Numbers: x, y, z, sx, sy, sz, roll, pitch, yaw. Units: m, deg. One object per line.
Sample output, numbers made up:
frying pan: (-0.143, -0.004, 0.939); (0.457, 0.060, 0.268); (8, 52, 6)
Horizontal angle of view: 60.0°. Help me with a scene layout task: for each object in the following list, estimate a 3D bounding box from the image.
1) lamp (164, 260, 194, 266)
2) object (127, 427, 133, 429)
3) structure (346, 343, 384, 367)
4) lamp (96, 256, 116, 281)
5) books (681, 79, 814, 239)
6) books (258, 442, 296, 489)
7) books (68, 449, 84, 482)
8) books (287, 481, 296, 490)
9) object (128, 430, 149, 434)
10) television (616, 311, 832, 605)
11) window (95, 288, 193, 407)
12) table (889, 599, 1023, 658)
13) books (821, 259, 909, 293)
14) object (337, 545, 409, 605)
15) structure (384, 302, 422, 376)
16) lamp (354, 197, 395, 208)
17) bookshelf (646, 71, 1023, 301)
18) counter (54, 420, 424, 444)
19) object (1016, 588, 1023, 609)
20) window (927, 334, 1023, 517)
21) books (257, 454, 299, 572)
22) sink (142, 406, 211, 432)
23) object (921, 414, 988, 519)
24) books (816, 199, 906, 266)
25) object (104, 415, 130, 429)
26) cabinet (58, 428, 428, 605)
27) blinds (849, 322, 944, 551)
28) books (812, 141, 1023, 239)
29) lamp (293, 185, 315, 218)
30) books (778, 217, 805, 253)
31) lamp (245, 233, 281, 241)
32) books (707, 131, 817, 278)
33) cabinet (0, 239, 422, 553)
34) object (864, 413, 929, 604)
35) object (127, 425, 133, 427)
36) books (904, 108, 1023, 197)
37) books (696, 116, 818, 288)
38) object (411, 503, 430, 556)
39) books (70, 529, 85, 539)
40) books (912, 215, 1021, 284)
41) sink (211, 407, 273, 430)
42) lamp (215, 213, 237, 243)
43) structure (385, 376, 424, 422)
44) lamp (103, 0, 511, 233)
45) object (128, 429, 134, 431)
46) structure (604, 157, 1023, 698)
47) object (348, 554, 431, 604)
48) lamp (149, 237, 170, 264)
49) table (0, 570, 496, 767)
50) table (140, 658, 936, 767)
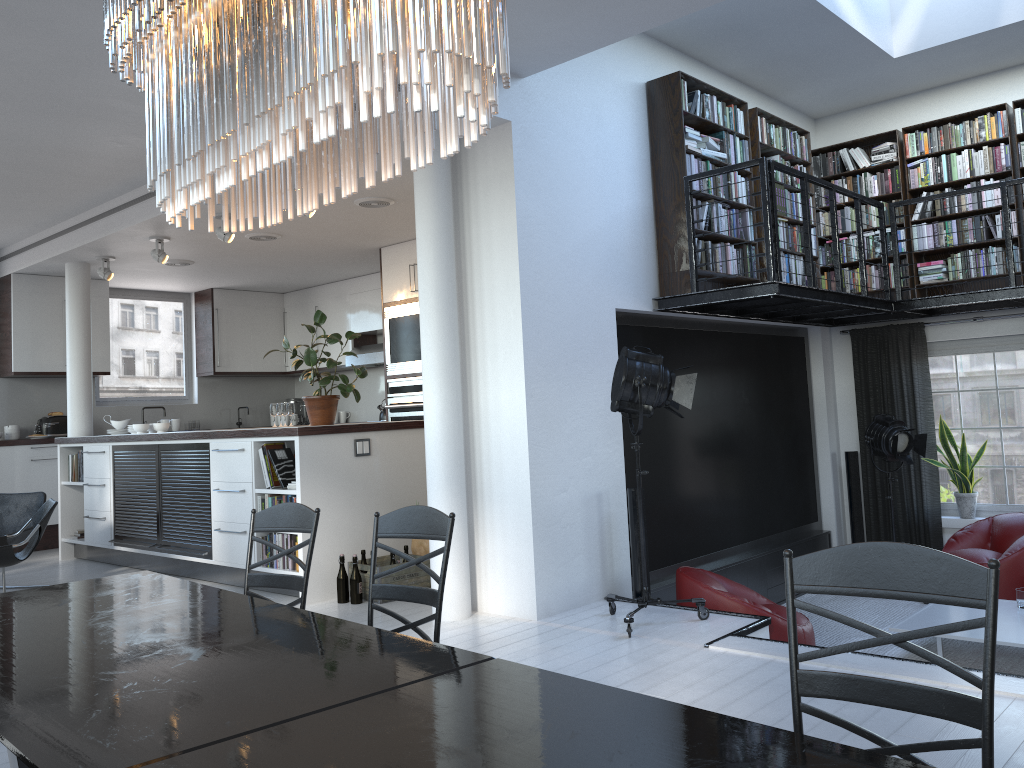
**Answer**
lamp: (-3.571, -1.291, 9.469); (0.328, 0.025, 0.328); (-3, -2, 17)
object: (-3.739, 0.447, 8.909); (0.235, 0.041, 0.235); (-4, -2, 35)
structure: (-1.507, -0.370, 10.833); (1.040, 0.250, 0.522); (-5, -3, 42)
lamp: (-4.130, -1.166, 9.012); (0.183, 0.239, 0.182); (0, -5, -44)
books: (1.892, -1.539, 7.256); (0.314, 1.426, 2.206); (-7, -4, 42)
books: (-1.668, 0.587, 6.413); (0.323, 0.329, 0.186); (-6, -4, 42)
books: (-4.152, 0.789, 8.714); (0.508, 0.324, 0.253); (-5, -4, 42)
books: (-1.437, 0.707, 6.263); (0.204, 0.054, 0.272); (-4, -2, 38)
object: (-3.736, 0.482, 8.906); (0.235, 0.041, 0.235); (-4, -2, 38)
television: (1.825, 0.680, 7.275); (0.116, 2.432, 3.352); (-7, -4, 42)
window: (-4.643, -0.460, 11.149); (0.133, 1.462, 1.298); (-7, -5, 42)
table: (3.447, 1.641, 5.590); (1.662, 0.244, 1.165); (-5, -3, 42)
books: (4.301, -1.671, 6.850); (4.426, 1.432, 1.285); (-5, -4, 44)
object: (-0.930, 1.311, 6.108); (0.556, 0.325, 0.288); (-2, -3, -21)
structure: (-0.608, -0.471, 9.155); (1.030, 0.706, 0.957); (-5, -3, 42)
lamp: (-1.127, -1.484, 7.259); (0.328, 0.025, 0.328); (-4, -2, 40)
bookshelf: (3.730, -1.586, 6.176); (4.467, 1.620, 3.088); (-5, -3, 42)
counter: (-2.520, 0.438, 7.952); (4.192, 0.061, 1.446); (-5, -2, 42)
object: (3.695, 1.362, 5.631); (0.512, 0.295, 1.006); (-1, -3, -45)
window: (4.204, 0.389, 7.946); (1.165, 1.609, 0.133); (-6, -5, 42)
books: (-1.484, 0.901, 6.417); (0.539, 0.800, 0.492); (-6, -5, 42)
sink: (-3.617, 0.493, 9.360); (0.545, 0.520, 0.648); (-6, -4, 42)
object: (3.856, 0.733, 7.908); (0.526, 0.942, 0.552); (0, -4, -37)
books: (4.641, -1.673, 7.199); (4.427, 1.415, 0.227); (-5, -4, 42)
object: (-4.033, 0.398, 9.067); (0.269, 0.173, 0.130); (-2, -3, -18)
cabinet: (-2.484, 1.025, 7.903); (4.161, 1.174, 1.500); (-5, -3, 42)
blinds: (4.227, 0.580, 7.633); (2.503, 2.391, 0.125); (-6, -5, 42)
books: (4.638, -1.662, 7.196); (4.433, 1.399, 0.242); (-5, -4, 42)
lamp: (-1.550, -1.370, 6.680); (0.183, 0.239, 0.182); (0, -5, -44)
books: (3.831, -1.658, 6.262); (4.375, 1.407, 1.170); (-5, -4, 42)
lamp: (-2.350, -1.387, 8.365); (0.328, 0.025, 0.328); (-1, -2, -43)
books: (3.659, -1.521, 6.097); (4.327, 1.142, 1.598); (-5, -3, 41)
cabinet: (-2.988, 0.124, 7.674); (7.285, 3.008, 7.227); (-5, -3, 42)
object: (4.308, 0.980, 7.220); (2.902, 1.582, 0.752); (-4, -4, 26)
object: (-3.739, 0.429, 8.911); (0.235, 0.041, 0.235); (-3, -2, -7)
books: (4.629, -1.958, 7.229); (2.632, 0.829, 0.213); (-5, -4, 42)
books: (3.456, -1.651, 5.875); (4.368, 1.412, 2.205); (-5, -3, 41)
object: (-0.624, 1.160, 6.477); (0.344, 0.622, 0.211); (-4, -4, 11)
books: (-4.113, 1.341, 8.712); (0.471, 0.325, 0.293); (-5, -4, 40)
books: (4.932, -1.544, 6.949); (3.385, 1.124, 0.240); (-5, -4, 42)
sink: (-3.546, 0.506, 11.600); (0.433, 0.414, 0.916); (-6, -3, 42)
lamp: (-2.410, -1.302, 7.457); (0.183, 0.239, 0.182); (0, -5, -44)
structure: (-0.602, 0.434, 9.047); (1.047, 1.030, 1.024); (-6, -4, 42)
lamp: (-0.449, -1.193, 1.772); (0.440, 1.630, 1.269); (1, -5, -42)
object: (-3.738, 0.465, 8.907); (0.235, 0.041, 0.235); (-5, -3, 41)
structure: (3.298, 0.084, 5.496); (4.480, 3.361, 4.615); (-5, -4, 42)
object: (-0.846, 1.347, 6.195); (0.455, 0.248, 0.389); (-1, -3, -42)
lamp: (-3.270, -1.234, 8.235); (0.183, 0.239, 0.182); (0, -5, -44)
table: (-1.021, 1.009, 2.337); (0.891, 0.698, 1.992); (0, -3, -43)
table: (0.343, 0.894, 0.883); (0.891, 0.698, 1.992); (0, -3, -43)
